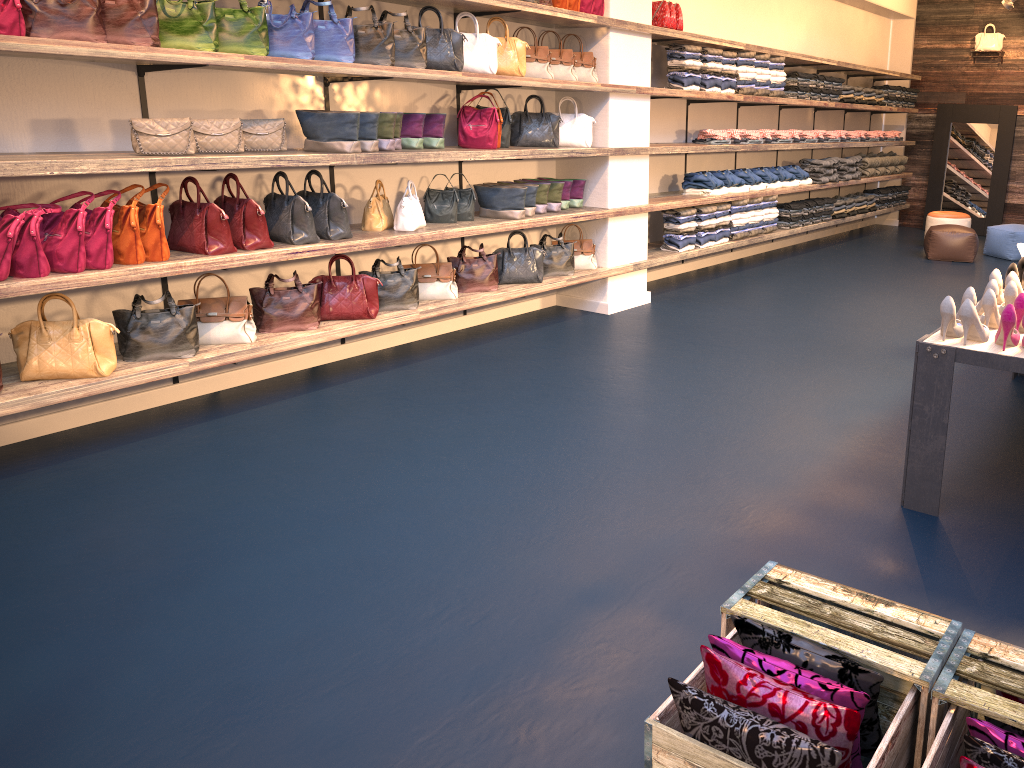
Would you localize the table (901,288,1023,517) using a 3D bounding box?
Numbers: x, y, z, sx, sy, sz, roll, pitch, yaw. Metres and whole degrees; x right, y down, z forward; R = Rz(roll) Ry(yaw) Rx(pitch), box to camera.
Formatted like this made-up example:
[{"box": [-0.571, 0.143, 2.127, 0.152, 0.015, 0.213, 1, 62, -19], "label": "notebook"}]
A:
[{"box": [2.992, -0.005, 4.390, 1.150, 0.728, 2.764, 14, 21, 36], "label": "table"}]

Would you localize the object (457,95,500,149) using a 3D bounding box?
[{"box": [-0.233, -1.774, 5.876, 0.265, 0.356, 0.206, -7, 17, -26], "label": "object"}]

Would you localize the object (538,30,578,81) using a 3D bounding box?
[{"box": [0.293, -2.427, 6.430, 0.399, 0.361, 0.174, -3, 15, -14], "label": "object"}]

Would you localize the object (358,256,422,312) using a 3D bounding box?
[{"box": [-0.748, -0.621, 5.365, 0.391, 0.333, 0.211, -3, 15, -13], "label": "object"}]

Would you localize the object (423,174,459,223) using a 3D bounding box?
[{"box": [-0.472, -1.225, 5.757, 0.242, 0.324, 0.107, -2, 14, -9], "label": "object"}]

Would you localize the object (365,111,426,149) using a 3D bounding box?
[{"box": [-0.741, -1.612, 5.531, 0.406, 0.232, 0.186, 4, 16, 10], "label": "object"}]

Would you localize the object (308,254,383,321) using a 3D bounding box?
[{"box": [-0.980, -0.575, 5.100, 0.447, 0.380, 0.186, -4, 15, -17], "label": "object"}]

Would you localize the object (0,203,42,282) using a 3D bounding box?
[{"box": [-2.121, -0.581, 3.576, 0.345, 0.295, 0.261, -6, 17, -24], "label": "object"}]

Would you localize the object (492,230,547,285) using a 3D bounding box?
[{"box": [0.051, -0.931, 6.338, 0.450, 0.380, 0.184, -5, 15, -20], "label": "object"}]

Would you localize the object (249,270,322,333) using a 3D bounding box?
[{"box": [-1.242, -0.459, 4.794, 0.395, 0.333, 0.209, -4, 15, -16], "label": "object"}]

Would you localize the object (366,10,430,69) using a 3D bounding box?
[{"box": [-0.675, -2.039, 5.143, 0.391, 0.333, 0.211, -3, 15, -13], "label": "object"}]

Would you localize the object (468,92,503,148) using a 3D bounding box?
[{"box": [-0.210, -1.830, 6.019, 0.272, 0.379, 0.213, -8, 17, -29], "label": "object"}]

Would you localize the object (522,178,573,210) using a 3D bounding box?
[{"box": [0.277, -1.488, 6.821, 0.406, 0.232, 0.185, 4, 16, 10], "label": "object"}]

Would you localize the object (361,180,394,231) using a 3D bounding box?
[{"box": [-0.832, -1.115, 5.393, 0.152, 0.304, 0.351, 2, 16, 9], "label": "object"}]

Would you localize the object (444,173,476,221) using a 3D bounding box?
[{"box": [-0.363, -1.265, 5.894, 0.242, 0.324, 0.107, -2, 14, -9], "label": "object"}]

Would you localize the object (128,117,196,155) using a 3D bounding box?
[{"box": [-1.641, -1.168, 4.082, 0.287, 0.173, 0.099, -6, 16, -24], "label": "object"}]

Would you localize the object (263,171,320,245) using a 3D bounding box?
[{"box": [-1.228, -0.974, 4.768, 0.395, 0.379, 0.210, 13, 19, 36], "label": "object"}]

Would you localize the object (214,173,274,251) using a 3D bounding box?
[{"box": [-1.425, -0.909, 4.543, 0.396, 0.379, 0.210, 12, 19, 34], "label": "object"}]

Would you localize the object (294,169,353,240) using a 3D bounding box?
[{"box": [-1.092, -1.031, 4.963, 0.398, 0.379, 0.208, 10, 17, 28], "label": "object"}]

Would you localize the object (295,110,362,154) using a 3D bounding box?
[{"box": [-1.016, -1.408, 4.847, 0.399, 0.228, 0.189, 7, 16, 17], "label": "object"}]

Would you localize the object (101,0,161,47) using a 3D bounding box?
[{"box": [-1.768, -1.670, 3.853, 0.377, 0.333, 0.219, 1, 15, 0], "label": "object"}]

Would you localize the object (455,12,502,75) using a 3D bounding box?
[{"box": [-0.280, -2.212, 5.639, 0.447, 0.380, 0.186, -4, 15, -17], "label": "object"}]

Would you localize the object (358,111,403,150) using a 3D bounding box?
[{"box": [-0.857, -1.567, 5.376, 0.401, 0.232, 0.188, 6, 16, 15], "label": "object"}]

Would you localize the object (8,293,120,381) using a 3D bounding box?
[{"box": [-1.992, -0.223, 3.875, 0.447, 0.380, 0.186, -4, 15, -17], "label": "object"}]

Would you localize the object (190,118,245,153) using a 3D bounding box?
[{"box": [-1.491, -1.252, 4.364, 0.292, 0.173, 0.097, -10, 18, -34], "label": "object"}]

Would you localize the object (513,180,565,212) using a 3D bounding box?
[{"box": [0.205, -1.435, 6.646, 0.402, 0.232, 0.188, 6, 16, 14], "label": "object"}]

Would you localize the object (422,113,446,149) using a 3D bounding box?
[{"box": [-0.615, -1.664, 5.710, 0.399, 0.232, 0.189, 7, 16, 17], "label": "object"}]

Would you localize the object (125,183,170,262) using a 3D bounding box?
[{"box": [-1.746, -0.763, 4.106, 0.249, 0.356, 0.220, 0, 15, -1], "label": "object"}]

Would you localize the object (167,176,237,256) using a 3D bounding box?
[{"box": [-1.571, -0.849, 4.364, 0.399, 0.379, 0.208, 9, 17, 27], "label": "object"}]

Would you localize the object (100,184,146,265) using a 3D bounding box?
[{"box": [-1.823, -0.736, 4.013, 0.249, 0.356, 0.220, 0, 15, -1], "label": "object"}]

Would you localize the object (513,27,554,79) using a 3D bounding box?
[{"box": [0.103, -2.360, 6.200, 0.399, 0.361, 0.174, -3, 15, -14], "label": "object"}]

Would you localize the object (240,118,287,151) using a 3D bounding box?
[{"box": [-1.344, -1.335, 4.642, 0.291, 0.173, 0.097, -10, 18, -32], "label": "object"}]

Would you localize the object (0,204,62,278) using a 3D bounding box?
[{"box": [-2.071, -0.606, 3.679, 0.253, 0.293, 0.255, 1, 15, 3], "label": "object"}]

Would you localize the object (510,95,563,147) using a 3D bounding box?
[{"box": [0.177, -1.971, 6.514, 0.450, 0.380, 0.184, -5, 15, -20], "label": "object"}]

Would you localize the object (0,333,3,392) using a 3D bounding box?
[{"box": [-2.293, -0.093, 3.521, 0.395, 0.333, 0.209, -4, 15, -16], "label": "object"}]

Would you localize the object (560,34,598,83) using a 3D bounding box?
[{"box": [0.465, -2.486, 6.638, 0.399, 0.361, 0.174, -3, 15, -14], "label": "object"}]

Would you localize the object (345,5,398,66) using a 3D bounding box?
[{"box": [-0.848, -1.981, 4.940, 0.375, 0.333, 0.221, 1, 15, 2], "label": "object"}]

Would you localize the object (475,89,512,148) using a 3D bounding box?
[{"box": [-0.147, -1.885, 6.158, 0.290, 0.404, 0.139, 2, 14, 5], "label": "object"}]

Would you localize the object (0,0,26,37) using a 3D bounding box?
[{"box": [-2.116, -1.515, 3.495, 0.265, 0.239, 0.206, -7, 17, -27], "label": "object"}]

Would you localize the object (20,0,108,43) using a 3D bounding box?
[{"box": [-1.916, -1.608, 3.695, 0.177, 0.300, 0.403, 8, 17, 27], "label": "object"}]

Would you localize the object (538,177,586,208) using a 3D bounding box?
[{"box": [0.401, -1.536, 6.985, 0.400, 0.232, 0.188, 6, 16, 16], "label": "object"}]

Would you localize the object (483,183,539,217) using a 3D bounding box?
[{"box": [-0.004, -1.337, 6.305, 0.409, 0.228, 0.184, 3, 16, 7], "label": "object"}]

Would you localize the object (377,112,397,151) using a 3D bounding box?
[{"box": [-0.877, -1.508, 5.189, 0.406, 0.232, 0.186, 4, 16, 10], "label": "object"}]

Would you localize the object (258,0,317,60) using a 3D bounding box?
[{"box": [-1.211, -1.853, 4.548, 0.400, 0.300, 0.179, -6, 16, -24], "label": "object"}]

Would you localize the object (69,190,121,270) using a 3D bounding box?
[{"box": [-1.886, -0.683, 3.868, 0.286, 0.337, 0.236, -6, 16, -21], "label": "object"}]

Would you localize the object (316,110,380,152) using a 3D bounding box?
[{"box": [-0.950, -1.457, 5.010, 0.408, 0.228, 0.185, 4, 16, 8], "label": "object"}]

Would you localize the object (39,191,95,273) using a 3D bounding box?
[{"box": [-1.962, -0.657, 3.776, 0.286, 0.337, 0.236, -6, 16, -21], "label": "object"}]

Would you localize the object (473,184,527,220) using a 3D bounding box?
[{"box": [-0.078, -1.285, 6.130, 0.400, 0.228, 0.189, 6, 16, 16], "label": "object"}]

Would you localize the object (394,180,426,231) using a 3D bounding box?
[{"box": [-0.643, -1.128, 5.455, 0.152, 0.304, 0.351, 2, 16, 9], "label": "object"}]

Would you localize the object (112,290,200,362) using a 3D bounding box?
[{"box": [-1.713, -0.285, 4.196, 0.391, 0.333, 0.211, -3, 15, -13], "label": "object"}]

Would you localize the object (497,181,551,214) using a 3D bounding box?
[{"box": [0.088, -1.387, 6.481, 0.406, 0.232, 0.185, 4, 16, 10], "label": "object"}]

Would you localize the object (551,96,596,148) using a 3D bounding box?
[{"box": [0.442, -2.031, 6.733, 0.440, 0.380, 0.189, -2, 15, -11], "label": "object"}]
